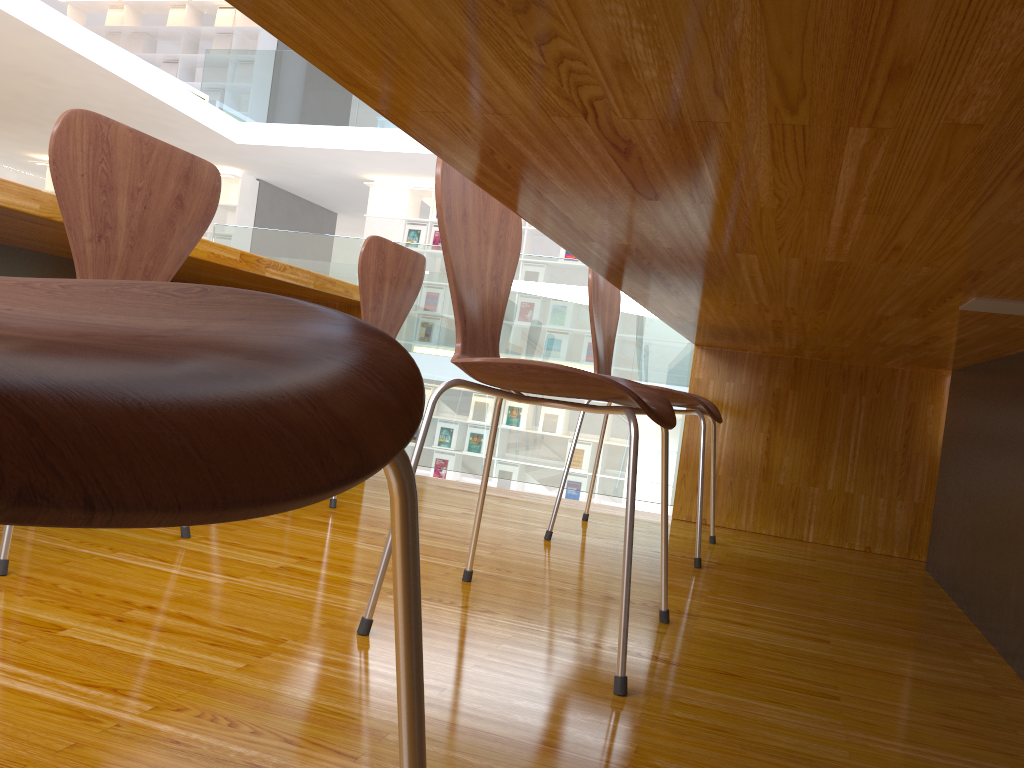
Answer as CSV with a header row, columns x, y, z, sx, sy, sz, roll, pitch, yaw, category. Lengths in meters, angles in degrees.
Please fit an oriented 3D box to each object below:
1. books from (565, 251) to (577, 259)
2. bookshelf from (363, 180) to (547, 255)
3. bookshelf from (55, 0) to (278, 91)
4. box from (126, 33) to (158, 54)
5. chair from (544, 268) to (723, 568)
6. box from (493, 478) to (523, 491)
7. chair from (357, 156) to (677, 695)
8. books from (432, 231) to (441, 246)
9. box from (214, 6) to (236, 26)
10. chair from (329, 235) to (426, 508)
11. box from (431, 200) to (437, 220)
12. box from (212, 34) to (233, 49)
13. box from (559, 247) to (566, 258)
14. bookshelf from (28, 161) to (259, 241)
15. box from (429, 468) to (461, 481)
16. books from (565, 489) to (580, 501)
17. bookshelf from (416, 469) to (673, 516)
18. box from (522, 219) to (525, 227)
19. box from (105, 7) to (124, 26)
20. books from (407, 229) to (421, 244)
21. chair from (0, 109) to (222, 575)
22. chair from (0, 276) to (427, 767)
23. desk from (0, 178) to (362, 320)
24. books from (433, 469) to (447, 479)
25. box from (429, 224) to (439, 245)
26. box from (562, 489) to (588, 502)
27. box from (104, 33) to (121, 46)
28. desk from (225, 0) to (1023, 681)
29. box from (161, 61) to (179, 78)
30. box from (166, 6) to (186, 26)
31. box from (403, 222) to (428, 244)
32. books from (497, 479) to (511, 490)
x,y,z,sx,sy,sz,roll,pitch,yaw,category
0.614,-1.338,8.977,0.145,0.210,0.037,8,0,18,books
0.100,-1.090,9.236,3.666,1.836,0.498,8,0,18,bookshelf
-4.329,-3.744,10.718,2.984,1.836,0.498,8,0,18,bookshelf
-4.559,-4.121,10.876,0.245,0.296,0.274,8,0,18,box
0.362,0.064,2.289,0.381,0.693,0.428,8,0,18,chair
-0.032,0.957,9.208,0.245,0.296,0.274,8,0,18,box
0.071,0.031,1.363,0.381,0.693,0.428,8,0,18,chair
-0.769,-1.520,9.418,0.145,0.210,0.037,8,0,18,books
-3.346,-4.291,10.501,0.245,0.296,0.274,8,0,18,box
-0.509,-0.051,2.450,0.381,0.693,0.428,8,0,18,chair
-0.688,-1.873,9.514,0.245,0.296,0.274,8,0,18,box
-3.391,-3.967,10.503,0.245,0.296,0.274,8,0,18,box
0.641,-1.367,9.078,0.245,0.296,0.274,8,0,18,box
-4.596,-1.715,10.730,2.984,1.836,0.498,8,0,18,bookshelf
-0.697,0.861,9.420,0.245,0.296,0.274,8,0,18,box
0.613,1.081,8.889,0.145,0.210,0.037,8,0,18,books
-0.153,0.955,9.296,3.666,1.836,0.397,8,0,18,bookshelf
-0.017,-1.783,9.300,0.245,0.296,0.274,8,0,18,box
-4.859,-4.493,10.983,0.245,0.296,0.274,8,0,18,box
-1.058,-1.554,9.512,0.145,0.210,0.037,8,0,18,books
-0.800,-0.084,1.524,0.381,0.693,0.428,8,0,18,chair
-0.228,-0.002,0.284,0.381,0.693,0.428,8,0,18,chair
-1.555,0.069,1.683,1.248,1.022,3.216,8,0,18,desk
-0.747,0.894,9.326,0.145,0.210,0.037,8,0,18,books
-0.727,-1.546,9.528,0.245,0.296,0.274,8,0,18,box
0.652,1.048,8.989,0.245,0.296,0.274,8,0,18,box
-4.901,-4.168,10.985,0.245,0.296,0.274,8,0,18,box
0.418,0.121,1.152,0.760,0.606,3.356,8,0,18,desk
-4.094,-3.728,10.716,0.245,0.296,0.274,8,0,18,box
-3.988,-4.378,10.703,0.245,0.296,0.274,8,0,18,box
-1.018,-1.586,9.607,0.245,0.296,0.274,8,0,18,box
-0.077,0.998,9.109,0.145,0.210,0.037,8,0,18,books
